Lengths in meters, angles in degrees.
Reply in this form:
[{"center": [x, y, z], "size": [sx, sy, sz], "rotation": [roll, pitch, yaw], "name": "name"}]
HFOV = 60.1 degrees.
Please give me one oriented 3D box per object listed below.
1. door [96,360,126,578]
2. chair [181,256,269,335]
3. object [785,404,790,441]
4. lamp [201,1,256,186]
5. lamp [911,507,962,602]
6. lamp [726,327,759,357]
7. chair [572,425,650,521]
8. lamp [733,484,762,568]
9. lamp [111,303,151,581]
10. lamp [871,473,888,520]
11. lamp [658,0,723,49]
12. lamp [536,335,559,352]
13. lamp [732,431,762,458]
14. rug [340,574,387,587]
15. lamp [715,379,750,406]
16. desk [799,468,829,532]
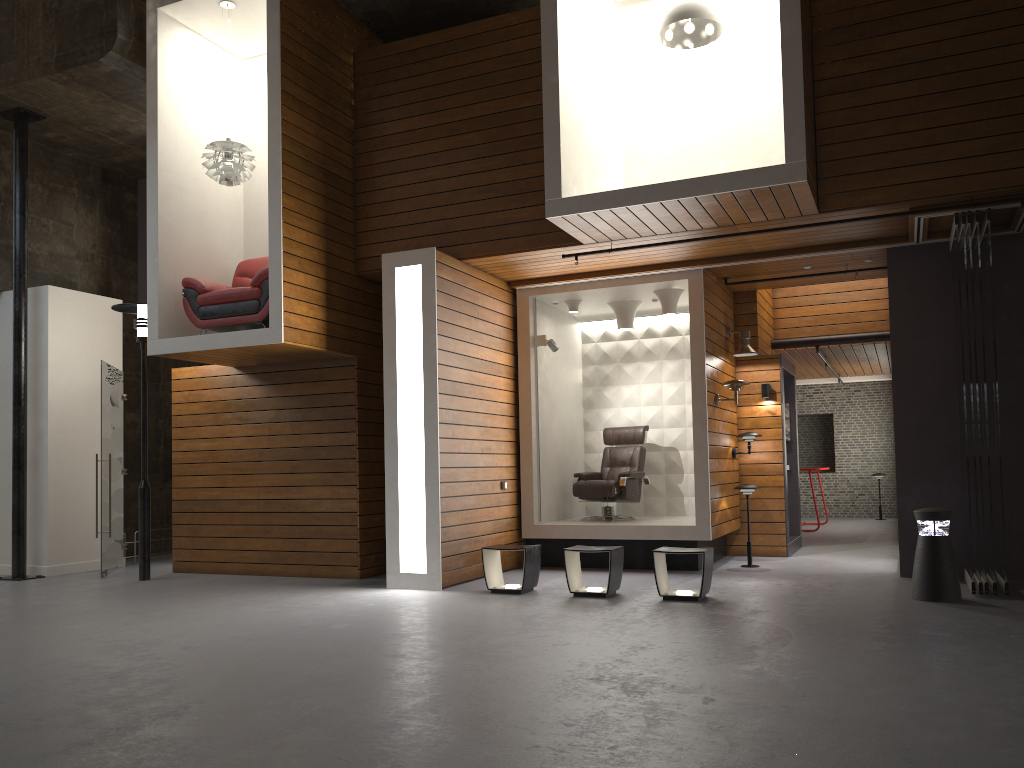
[{"center": [-4.486, 0.955, 9.981], "size": [0.146, 2.298, 1.289], "rotation": [-1, -3, -13], "name": "door"}, {"center": [-2.488, -0.892, 8.730], "size": [1.201, 0.935, 0.955], "rotation": [-3, -5, 24], "name": "chair"}, {"center": [3.355, 0.497, 11.336], "size": [0.380, 0.477, 0.048], "rotation": [-3, -3, 24], "name": "object"}, {"center": [-2.724, -2.799, 8.501], "size": [0.512, 1.770, 0.489], "rotation": [-1, -3, -12], "name": "lamp"}, {"center": [3.235, 1.294, 6.780], "size": [0.348, 0.694, 0.349], "rotation": [-3, -4, 30], "name": "lamp"}, {"center": [2.551, -0.481, 9.798], "size": [0.346, 0.330, 0.295], "rotation": [-3, -4, 26], "name": "lamp"}, {"center": [1.138, 1.012, 10.133], "size": [0.756, 1.069, 0.826], "rotation": [-4, -5, 39], "name": "chair"}, {"center": [2.456, 1.462, 9.194], "size": [0.288, 0.860, 0.288], "rotation": [-2, -3, 10], "name": "lamp"}, {"center": [-3.820, 0.632, 9.205], "size": [0.630, 2.940, 0.631], "rotation": [0, -3, -25], "name": "lamp"}, {"center": [6.717, 2.047, 16.173], "size": [0.288, 0.860, 0.288], "rotation": [-2, -3, 21], "name": "lamp"}, {"center": [1.478, -3.410, 7.415], "size": [0.531, 0.984, 0.531], "rotation": [-4, -4, 36], "name": "lamp"}, {"center": [0.390, -0.439, 9.601], "size": [0.248, 0.188, 0.130], "rotation": [-1, -4, -7], "name": "lamp"}, {"center": [2.626, 0.677, 9.876], "size": [0.327, 0.296, 0.288], "rotation": [-3, -5, 24], "name": "lamp"}, {"center": [-1.087, 1.944, 8.971], "size": [0.541, 0.014, 1.581], "rotation": [-4, -6, 24], "name": "rug"}, {"center": [2.265, 0.085, 9.085], "size": [0.352, 0.270, 0.288], "rotation": [-3, -5, 24], "name": "lamp"}, {"center": [4.694, 1.873, 14.474], "size": [0.845, 0.982, 1.720], "rotation": [-3, -5, 24], "name": "desk"}]
